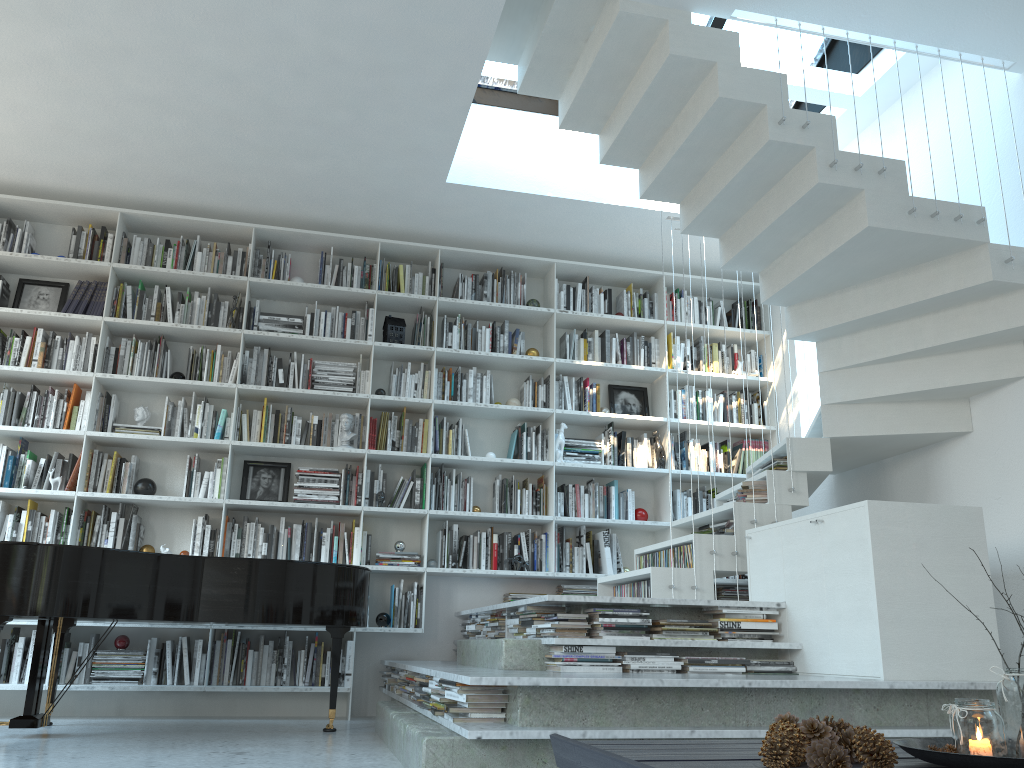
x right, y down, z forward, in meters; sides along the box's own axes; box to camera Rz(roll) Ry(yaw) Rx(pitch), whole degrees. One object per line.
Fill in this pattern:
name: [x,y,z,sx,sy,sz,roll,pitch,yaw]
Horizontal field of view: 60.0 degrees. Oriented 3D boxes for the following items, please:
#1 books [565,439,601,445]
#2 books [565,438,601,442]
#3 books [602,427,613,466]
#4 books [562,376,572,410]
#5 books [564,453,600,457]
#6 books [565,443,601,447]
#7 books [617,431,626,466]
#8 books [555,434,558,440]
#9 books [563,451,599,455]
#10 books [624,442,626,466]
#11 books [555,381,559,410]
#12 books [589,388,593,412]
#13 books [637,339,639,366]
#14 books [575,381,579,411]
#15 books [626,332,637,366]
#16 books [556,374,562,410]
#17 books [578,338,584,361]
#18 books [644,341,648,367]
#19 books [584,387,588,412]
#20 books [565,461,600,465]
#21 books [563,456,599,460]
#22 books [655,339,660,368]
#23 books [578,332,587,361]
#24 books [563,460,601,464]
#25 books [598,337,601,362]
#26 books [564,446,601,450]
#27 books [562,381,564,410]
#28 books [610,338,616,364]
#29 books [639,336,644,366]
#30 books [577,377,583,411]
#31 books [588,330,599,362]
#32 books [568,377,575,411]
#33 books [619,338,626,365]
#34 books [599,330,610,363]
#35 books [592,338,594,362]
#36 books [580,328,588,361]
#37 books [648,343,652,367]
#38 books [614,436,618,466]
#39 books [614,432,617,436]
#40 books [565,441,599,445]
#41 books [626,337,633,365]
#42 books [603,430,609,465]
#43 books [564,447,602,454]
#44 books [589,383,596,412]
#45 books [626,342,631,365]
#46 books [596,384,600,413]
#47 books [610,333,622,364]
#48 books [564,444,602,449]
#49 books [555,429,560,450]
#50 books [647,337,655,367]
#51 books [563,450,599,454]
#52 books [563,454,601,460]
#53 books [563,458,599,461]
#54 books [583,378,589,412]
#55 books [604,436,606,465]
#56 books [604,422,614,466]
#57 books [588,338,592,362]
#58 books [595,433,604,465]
books: [0.472,0.424,6.285,0.285,0.012,0.160,5,-17,-14]
books: [0.472,0.412,6.288,0.285,0.012,0.160,4,-17,-11]
books: [0.678,0.471,6.299,0.011,0.299,0.184,5,-16,-12]
books: [0.380,0.103,6.350,0.065,0.288,0.146,5,-16,-13]
books: [0.470,0.514,6.252,0.254,0.012,0.161,6,-17,-17]
books: [0.472,0.447,6.278,0.285,0.012,0.160,4,-17,-11]
books: [0.762,0.490,6.327,0.059,0.281,0.167,5,-16,-12]
books: [0.287,0.475,6.199,0.027,0.221,0.184,5,-17,-12]
books: [0.467,0.506,6.265,0.254,0.012,0.161,5,-17,-13]
books: [0.789,0.502,6.359,0.010,0.277,0.129,5,-16,-12]
books: [0.304,0.119,6.345,0.030,0.253,0.128,5,-16,-12]
books: [0.543,0.152,6.371,0.033,0.212,0.153,5,-17,-12]
books: [0.907,-0.188,6.552,0.011,0.248,0.152,5,-16,-12]
books: [0.444,0.123,6.378,0.043,0.268,0.131,5,-16,-12]
books: [0.880,-0.215,6.541,0.022,0.293,0.181,5,-16,-12]
books: [0.330,0.094,6.344,0.015,0.300,0.141,5,-16,-12]
books: [0.483,-0.206,6.444,0.025,0.207,0.176,5,-17,-12]
books: [0.962,-0.180,6.561,0.030,0.240,0.162,5,-17,-12]
books: [0.510,0.148,6.348,0.013,0.206,0.190,5,-17,-12]
books: [0.467,0.573,6.237,0.254,0.012,0.161,6,-17,-16]
books: [0.466,0.539,6.251,0.254,0.012,0.161,4,-17,-11]
books: [1.051,-0.183,6.588,0.031,0.264,0.170,5,-16,-12]
books: [0.507,-0.229,6.461,0.026,0.260,0.168,5,-16,-12]
books: [0.468,0.561,6.238,0.285,0.012,0.160,3,-17,-8]
books: [0.617,-0.205,6.493,0.025,0.237,0.143,5,-16,-12]
books: [0.471,0.470,6.272,0.285,0.012,0.160,4,-17,-11]
books: [0.344,0.118,6.331,0.011,0.247,0.156,5,-16,-12]
books: [0.714,-0.200,6.490,0.030,0.229,0.187,5,-17,-12]
books: [0.932,-0.200,6.552,0.036,0.271,0.177,5,-16,-12]
books: [0.477,0.110,6.364,0.012,0.286,0.177,5,-16,-12]
books: [0.596,-0.234,6.486,0.026,0.287,0.156,5,-16,-12]
books: [0.420,0.110,6.365,0.012,0.284,0.160,5,-16,-12]
books: [0.798,-0.197,6.513,0.014,0.239,0.190,5,-17,-12]
books: [0.657,-0.230,6.454,0.032,0.264,0.246,5,-17,-12]
books: [0.566,-0.205,6.493,0.024,0.235,0.147,5,-16,-12]
books: [0.524,-0.242,6.477,0.011,0.295,0.163,5,-16,-12]
books: [0.998,-0.171,6.578,0.022,0.233,0.159,5,-17,-12]
books: [0.706,0.506,6.304,0.030,0.236,0.179,5,-17,-12]
books: [0.723,0.491,6.331,0.013,0.279,0.131,5,-16,-12]
books: [0.472,0.435,6.281,0.254,0.012,0.161,4,-17,-11]
books: [0.855,-0.199,6.545,0.023,0.263,0.156,5,-16,-12]
books: [0.661,0.484,6.320,0.012,0.284,0.160,5,-16,-12]
books: [0.472,0.480,6.266,0.285,0.012,0.160,6,-17,-15]
books: [0.570,0.135,6.382,0.021,0.252,0.167,5,-16,-12]
books: [0.830,-0.181,6.525,0.031,0.217,0.166,5,-17,-12]
books: [0.595,0.138,6.377,0.026,0.243,0.178,5,-17,-12]
books: [0.762,-0.213,6.535,0.048,0.282,0.163,5,-16,-12]
books: [0.473,0.456,6.268,0.285,0.012,0.160,6,-17,-17]
books: [0.307,0.463,6.239,0.028,0.266,0.138,5,-16,-12]
books: [1.023,-0.194,6.586,0.026,0.283,0.147,5,-16,-12]
books: [0.472,0.491,6.259,0.254,0.012,0.161,3,-17,-8]
books: [0.468,0.528,6.254,0.285,0.012,0.160,5,-17,-14]
books: [0.467,0.550,6.243,0.254,0.012,0.161,4,-17,-9]
books: [0.522,0.114,6.372,0.014,0.284,0.176,5,-16,-12]
books: [0.633,0.502,6.316,0.023,0.246,0.138,5,-16,-12]
books: [0.689,0.453,6.306,0.010,0.338,0.180,5,-16,-12]
books: [0.543,-0.205,6.472,0.030,0.223,0.158,5,-17,-12]
books: [0.621,0.493,6.296,0.012,0.253,0.161,5,-16,-12]
